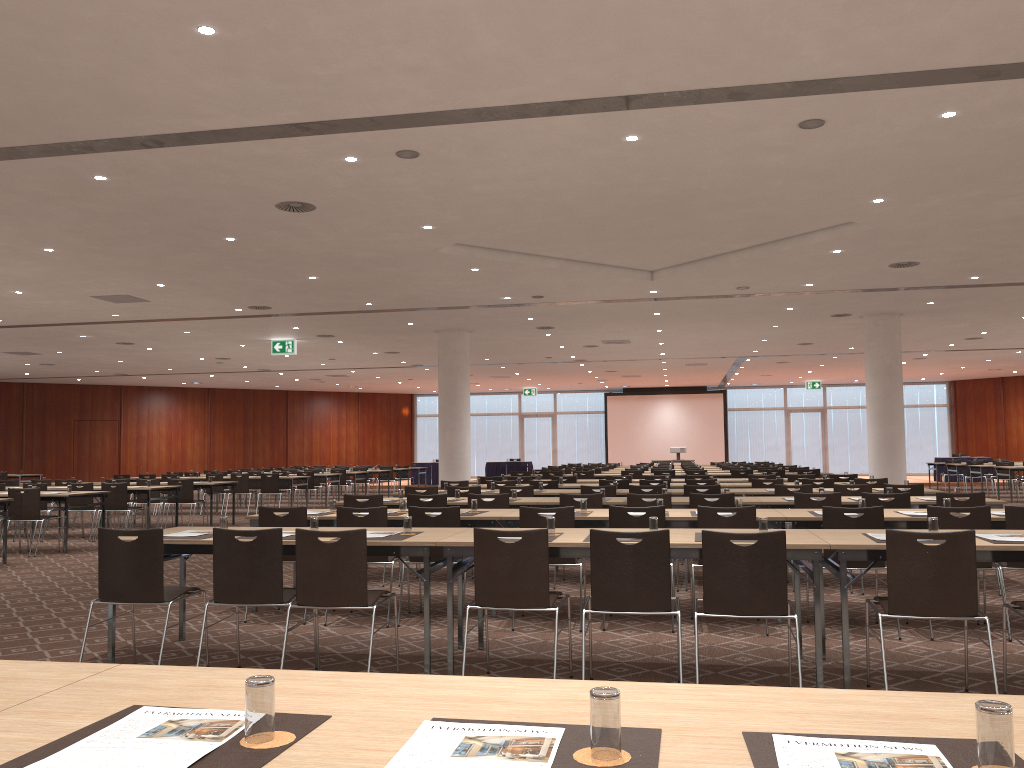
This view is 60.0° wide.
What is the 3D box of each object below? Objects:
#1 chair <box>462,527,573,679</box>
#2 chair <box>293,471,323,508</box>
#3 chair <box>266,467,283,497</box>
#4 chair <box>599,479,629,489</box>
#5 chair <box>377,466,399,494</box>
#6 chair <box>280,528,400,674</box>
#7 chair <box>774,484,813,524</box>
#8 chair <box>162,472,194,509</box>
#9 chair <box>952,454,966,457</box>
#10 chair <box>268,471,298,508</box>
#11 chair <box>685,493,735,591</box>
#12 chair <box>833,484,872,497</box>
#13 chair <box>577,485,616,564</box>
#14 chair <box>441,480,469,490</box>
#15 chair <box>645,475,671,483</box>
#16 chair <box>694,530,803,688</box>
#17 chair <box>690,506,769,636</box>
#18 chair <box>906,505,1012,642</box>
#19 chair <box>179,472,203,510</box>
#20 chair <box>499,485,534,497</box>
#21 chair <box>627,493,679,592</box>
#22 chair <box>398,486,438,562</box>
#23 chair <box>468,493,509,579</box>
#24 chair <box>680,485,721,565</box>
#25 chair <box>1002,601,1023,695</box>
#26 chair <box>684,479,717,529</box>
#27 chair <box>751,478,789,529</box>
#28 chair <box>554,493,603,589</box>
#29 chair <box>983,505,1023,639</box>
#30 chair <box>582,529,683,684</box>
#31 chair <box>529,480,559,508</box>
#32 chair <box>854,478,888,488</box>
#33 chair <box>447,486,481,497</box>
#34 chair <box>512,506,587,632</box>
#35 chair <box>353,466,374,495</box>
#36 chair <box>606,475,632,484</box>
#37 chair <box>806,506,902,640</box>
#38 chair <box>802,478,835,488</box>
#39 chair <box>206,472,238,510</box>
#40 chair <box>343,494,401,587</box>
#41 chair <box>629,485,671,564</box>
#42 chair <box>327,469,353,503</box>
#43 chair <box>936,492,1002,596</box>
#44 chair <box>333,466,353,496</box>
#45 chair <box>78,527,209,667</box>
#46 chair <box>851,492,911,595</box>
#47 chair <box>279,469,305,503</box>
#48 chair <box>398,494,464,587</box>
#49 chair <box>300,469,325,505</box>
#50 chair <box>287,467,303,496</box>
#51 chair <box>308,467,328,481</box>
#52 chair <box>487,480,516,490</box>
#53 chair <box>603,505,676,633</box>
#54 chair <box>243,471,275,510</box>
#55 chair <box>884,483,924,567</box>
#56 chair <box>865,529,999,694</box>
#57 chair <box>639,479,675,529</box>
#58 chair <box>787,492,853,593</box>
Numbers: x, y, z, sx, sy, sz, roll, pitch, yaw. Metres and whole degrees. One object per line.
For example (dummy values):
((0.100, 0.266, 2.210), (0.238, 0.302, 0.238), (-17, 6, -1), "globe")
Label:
((0.034, 1.295, 5.157), (0.535, 0.939, 0.614), (-2, -4, 13), "chair")
((-4.991, 2.592, 21.682), (0.535, 0.939, 0.614), (-1, -4, 7), "chair")
((-7.465, 3.117, 28.307), (0.535, 0.939, 0.614), (-1, -4, 8), "chair")
((1.509, 1.864, 13.004), (0.535, 0.939, 0.614), (-1, -4, 8), "chair")
((-3.876, 3.029, 27.709), (0.535, 0.939, 0.614), (-1, -4, 8), "chair")
((-1.017, 1.316, 5.271), (0.535, 0.939, 0.614), (-1, -4, 10), "chair")
((3.355, 1.661, 10.594), (0.535, 0.939, 0.614), (-1, -4, 10), "chair")
((-8.457, 2.692, 22.460), (0.535, 0.939, 0.614), (-1, -4, 9), "chair")
((15.498, 2.882, 30.624), (0.535, 0.939, 0.614), (-1, -4, 11), "chair")
((-5.665, 2.620, 21.948), (0.535, 0.939, 0.614), (-1, -4, 9), "chair")
((1.999, 1.544, 8.813), (0.535, 0.939, 0.614), (-2, -4, 13), "chair")
((4.017, 1.647, 10.515), (0.535, 0.939, 0.614), (-1, -4, 8), "chair")
((1.085, 1.720, 11.010), (0.535, 0.939, 0.614), (-1, -4, 8), "chair")
((-0.825, 1.924, 13.432), (0.535, 0.939, 0.614), (-1, -4, 11), "chair")
((2.450, 1.988, 14.819), (0.535, 0.939, 0.614), (-1, -4, 10), "chair")
((1.271, 1.257, 4.852), (0.535, 0.939, 0.614), (-1, -4, 12), "chair")
((1.655, 1.401, 6.846), (0.535, 0.939, 0.614), (-1, -4, 9), "chair")
((3.262, 1.360, 6.552), (0.535, 0.939, 0.614), (-1, -4, 8), "chair")
((-7.924, 2.668, 22.219), (0.536, 0.939, 0.614), (-2, -4, 13), "chair")
((0.084, 1.749, 11.236), (0.535, 0.939, 0.614), (-1, -4, 8), "chair")
((1.391, 1.557, 8.889), (0.535, 0.939, 0.614), (-1, -4, 11), "chair")
((-1.126, 1.777, 11.415), (0.535, 0.939, 0.614), (-1, -4, 7), "chair")
((-0.215, 1.605, 9.261), (0.535, 0.939, 0.614), (-1, -4, 8), "chair")
((2.309, 1.685, 10.750), (0.535, 0.939, 0.614), (-1, -4, 9), "chair")
((2.890, 1.215, 4.555), (0.535, 0.939, 0.614), (-2, -4, 13), "chair")
((2.732, 1.829, 12.737), (0.535, 0.939, 0.614), (-1, -4, 11), "chair")
((3.635, 1.808, 12.615), (0.535, 0.939, 0.614), (-2, -4, 12), "chair")
((0.732, 1.577, 9.045), (0.535, 0.939, 0.614), (-2, -4, 13), "chair")
((3.815, 1.349, 6.493), (0.535, 0.939, 0.614), (-2, -4, 12), "chair")
((0.676, 1.275, 4.996), (0.535, 0.939, 0.614), (-1, -4, 9), "chair")
((0.508, 1.884, 13.110), (0.535, 0.939, 0.614), (-2, -4, 13), "chair")
((4.975, 1.770, 12.326), (0.535, 0.939, 0.614), (-1, -4, 11), "chair")
((-0.572, 1.760, 11.278), (0.535, 0.939, 0.614), (-1, -4, 9), "chair")
((0.301, 1.434, 7.059), (0.535, 0.939, 0.614), (-1, -4, 8), "chair")
((-4.649, 3.038, 27.708), (0.535, 0.939, 0.614), (-1, -4, 8), "chair")
((1.818, 2.001, 14.899), (0.535, 0.939, 0.614), (-2, -4, 13), "chair")
((2.531, 1.376, 6.650), (0.535, 0.939, 0.614), (-1, -4, 7), "chair")
((4.269, 1.786, 12.420), (0.535, 0.939, 0.614), (-1, -4, 8), "chair")
((-7.245, 2.656, 22.178), (0.535, 0.939, 0.614), (-1, -4, 9), "chair")
((-1.525, 1.633, 9.424), (0.535, 0.939, 0.614), (-1, -4, 10), "chair")
((1.674, 1.708, 10.945), (0.535, 0.939, 0.614), (-1, -4, 8), "chair")
((-4.607, 2.744, 23.784), (0.535, 0.939, 0.614), (-1, -4, 8), "chair")
((4.213, 1.487, 8.407), (0.535, 0.939, 0.614), (-1, -4, 8), "chair")
((-5.257, 3.060, 27.902), (0.535, 0.939, 0.614), (-1, -4, 11), "chair")
((-2.275, 1.349, 5.502), (0.535, 0.939, 0.614), (-1, -4, 10), "chair")
((3.560, 1.501, 8.491), (0.535, 0.939, 0.614), (-1, -4, 11), "chair")
((-5.910, 2.773, 23.962), (0.535, 0.939, 0.614), (-1, -4, 10), "chair")
((-0.845, 1.618, 9.334), (0.535, 0.939, 0.614), (-2, -4, 12), "chair")
((-5.308, 2.752, 23.769), (0.535, 0.939, 0.614), (-1, -4, 8), "chair")
((-6.786, 3.104, 28.242), (0.536, 0.939, 0.614), (-2, -4, 13), "chair")
((-6.161, 3.077, 27.985), (0.535, 0.939, 0.614), (-1, -4, 12), "chair")
((-0.128, 1.903, 13.262), (0.535, 0.939, 0.614), (-1, -4, 9), "chair")
((1.006, 1.421, 7.008), (0.535, 0.939, 0.614), (-1, -4, 11), "chair")
((-6.248, 2.624, 21.912), (0.535, 0.939, 0.614), (-2, -4, 13), "chair")
((4.564, 1.629, 10.372), (0.535, 0.939, 0.614), (-2, -4, 12), "chair")
((2.221, 1.238, 4.756), (0.535, 0.939, 0.614), (-2, -4, 12), "chair")
((2.077, 1.843, 12.822), (0.535, 0.939, 0.614), (-1, -4, 11), "chair")
((2.982, 1.522, 8.675), (0.535, 0.939, 0.614), (-1, -4, 12), "chair")
